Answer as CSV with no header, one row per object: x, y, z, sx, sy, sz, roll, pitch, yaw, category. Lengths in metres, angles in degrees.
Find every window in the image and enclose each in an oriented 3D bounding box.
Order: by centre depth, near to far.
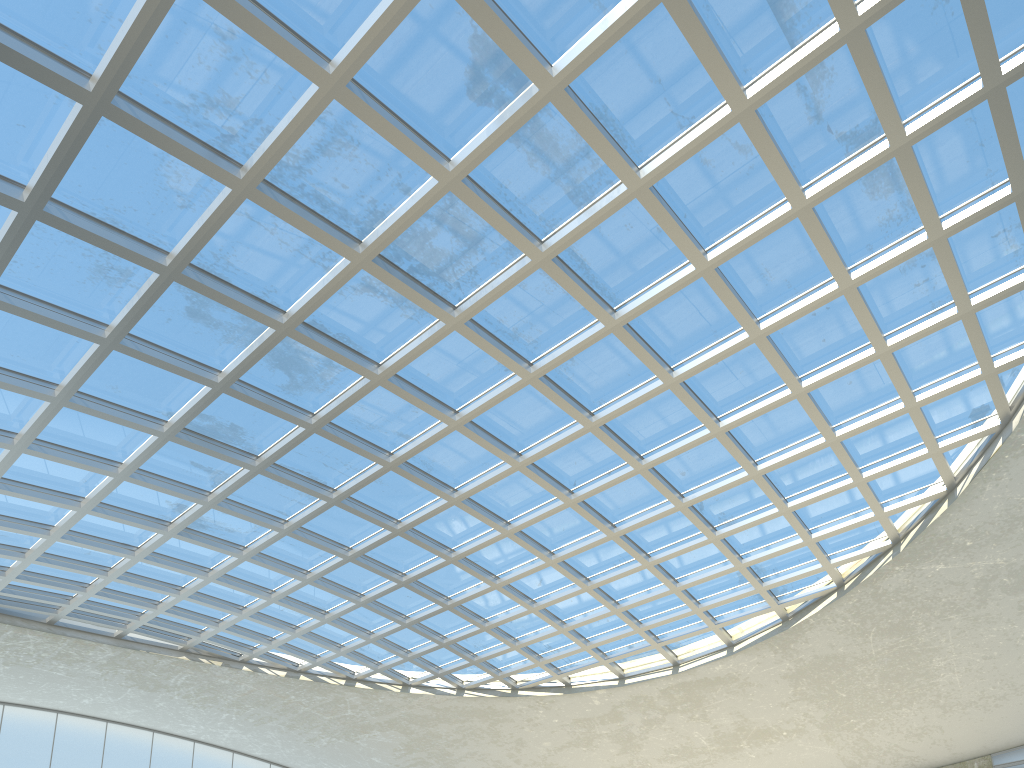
-9.469,7.405,47.086,84.050,9.604,86.328,-28,-44,31,window
